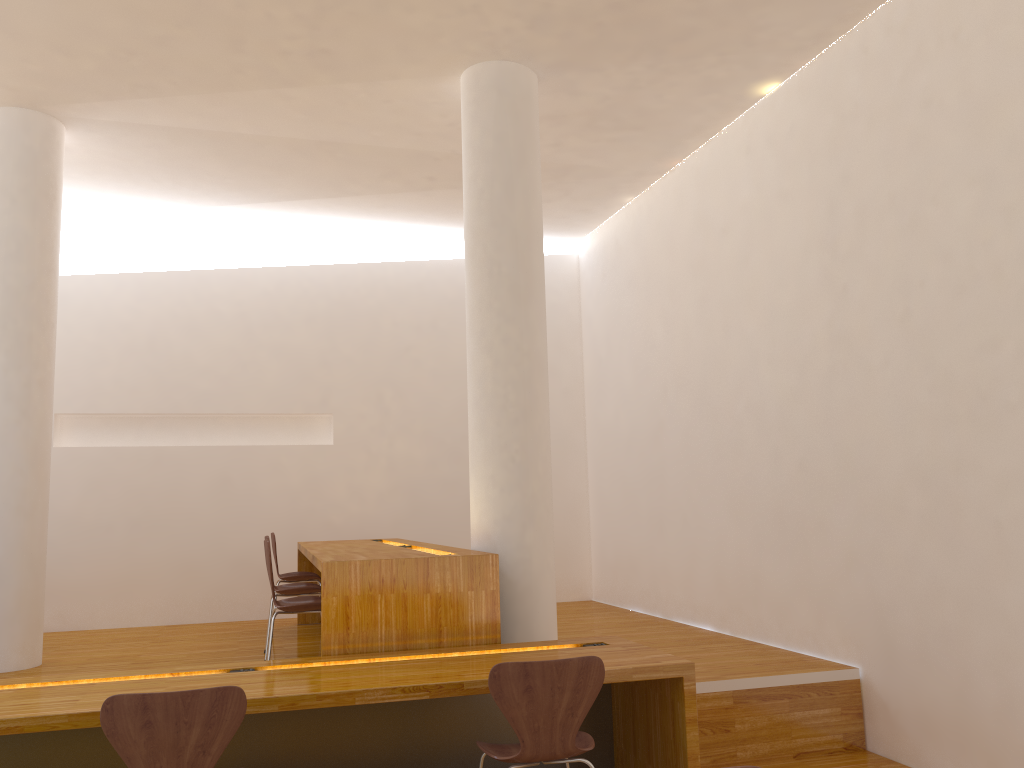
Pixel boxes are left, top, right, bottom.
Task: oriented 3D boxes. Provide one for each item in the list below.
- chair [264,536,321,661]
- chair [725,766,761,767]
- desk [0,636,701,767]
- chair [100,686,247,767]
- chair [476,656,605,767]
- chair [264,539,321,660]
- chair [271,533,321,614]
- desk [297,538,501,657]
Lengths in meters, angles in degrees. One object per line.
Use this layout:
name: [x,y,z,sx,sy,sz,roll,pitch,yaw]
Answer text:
chair: [-1.251,1.233,5.181,0.381,0.693,0.428,1,-8,-15]
chair: [0.349,1.013,1.365,0.428,0.693,0.381,1,-8,-15]
desk: [-0.961,1.353,3.128,3.185,0.606,0.760,1,-8,-15]
chair: [-0.988,1.233,2.627,0.428,0.693,0.381,1,-8,-15]
chair: [0.081,1.249,2.959,0.428,0.693,0.381,1,-8,-15]
chair: [-0.996,1.093,4.254,0.381,0.693,0.428,1,-8,-15]
chair: [-1.508,1.395,6.258,0.381,0.693,0.428,1,-8,-15]
desk: [-0.833,1.272,5.264,0.760,0.606,3.185,1,-8,-15]
